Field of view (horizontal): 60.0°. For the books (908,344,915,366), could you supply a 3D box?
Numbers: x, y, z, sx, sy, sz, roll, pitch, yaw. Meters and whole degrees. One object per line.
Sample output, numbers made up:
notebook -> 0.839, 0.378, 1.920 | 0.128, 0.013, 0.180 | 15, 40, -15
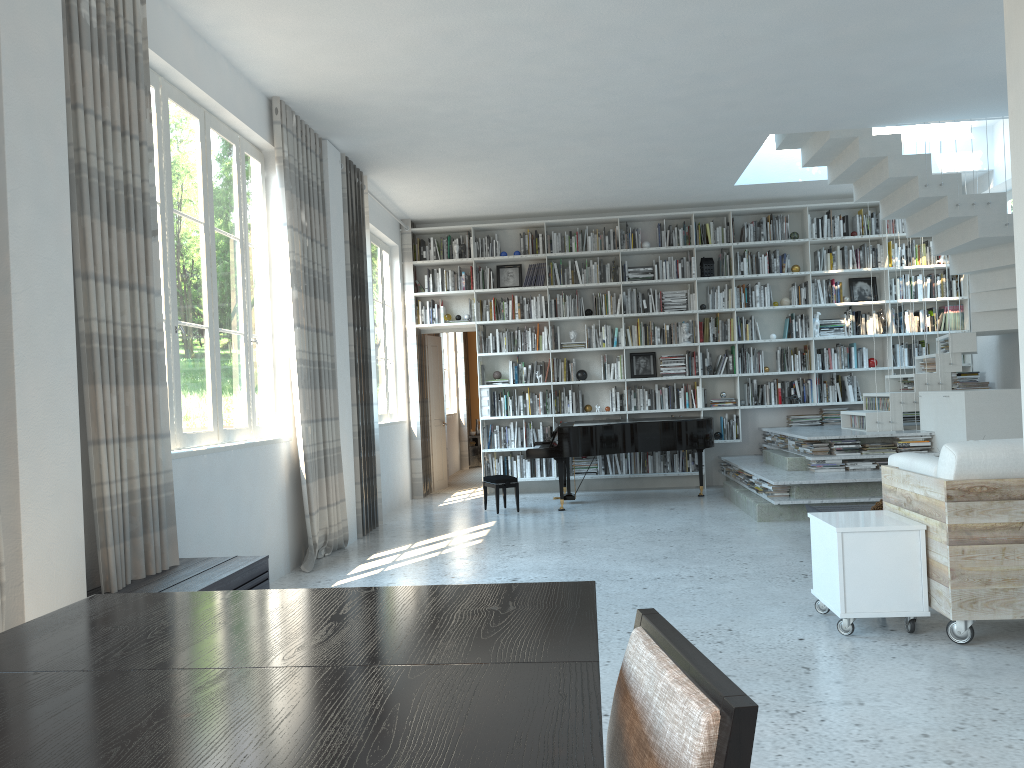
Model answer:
books -> 4.483, -0.324, 9.968 | 0.027, 0.248, 0.184 | -3, 0, 5

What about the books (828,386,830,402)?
books -> 3.578, 0.104, 10.073 | 0.025, 0.210, 0.137 | -3, 0, 5

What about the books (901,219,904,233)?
books -> 4.372, -1.818, 9.991 | 0.012, 0.306, 0.184 | -3, 0, 5

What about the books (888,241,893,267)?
books -> 4.223, -1.439, 9.924 | 0.010, 0.294, 0.183 | -3, 0, 5

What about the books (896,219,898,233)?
books -> 4.309, -1.777, 9.988 | 0.022, 0.229, 0.175 | -3, 0, 5

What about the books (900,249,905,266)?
books -> 4.340, -1.394, 9.911 | 0.024, 0.193, 0.190 | -3, -1, 5

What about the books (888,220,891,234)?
books -> 4.237, -1.797, 10.007 | 0.022, 0.275, 0.160 | -3, 0, 5

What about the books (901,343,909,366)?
books -> 4.435, -0.330, 10.006 | 0.024, 0.267, 0.133 | -3, 0, 5

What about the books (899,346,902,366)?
books -> 4.353, -0.311, 9.998 | 0.037, 0.236, 0.153 | -3, 0, 5

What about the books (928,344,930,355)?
books -> 4.666, -0.327, 9.979 | 0.013, 0.240, 0.166 | -3, 0, 5

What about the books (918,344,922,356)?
books -> 4.581, -0.324, 9.999 | 0.027, 0.242, 0.131 | -3, 0, 5

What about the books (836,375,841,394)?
books -> 3.714, 0.051, 10.073 | 0.010, 0.304, 0.131 | -3, 0, 5

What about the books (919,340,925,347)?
books -> 4.619, -0.348, 9.976 | 0.011, 0.284, 0.161 | -3, 0, 5

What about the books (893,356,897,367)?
books -> 4.269, -0.327, 10.012 | 0.085, 0.278, 0.159 | -3, 0, 5

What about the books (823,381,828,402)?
books -> 3.556, 0.088, 10.063 | 0.015, 0.243, 0.156 | -3, 0, 5

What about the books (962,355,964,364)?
books -> 5.021, -0.342, 9.955 | 0.022, 0.237, 0.152 | -3, 0, 5

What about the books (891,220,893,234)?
books -> 4.262, -1.772, 10.016 | 0.025, 0.223, 0.136 | -3, 0, 5

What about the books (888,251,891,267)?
books -> 4.202, -1.438, 9.950 | 0.036, 0.293, 0.135 | -3, 0, 5

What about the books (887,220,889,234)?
books -> 4.209, -1.815, 9.996 | 0.011, 0.313, 0.172 | -3, 0, 5

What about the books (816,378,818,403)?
books -> 3.446, 0.071, 10.085 | 0.012, 0.286, 0.158 | -3, 0, 5

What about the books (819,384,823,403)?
books -> 3.500, 0.106, 10.090 | 0.033, 0.213, 0.140 | -3, 0, 5

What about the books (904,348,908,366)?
books -> 4.409, -0.296, 9.989 | 0.029, 0.201, 0.172 | -3, 0, 5

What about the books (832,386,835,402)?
books -> 3.633, 0.114, 10.062 | 0.024, 0.185, 0.149 | -3, 0, 5

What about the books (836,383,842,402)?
books -> 3.684, 0.095, 10.054 | 0.052, 0.217, 0.184 | -3, 0, 5

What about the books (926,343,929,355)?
books -> 4.654, -0.334, 9.984 | 0.012, 0.254, 0.161 | -3, 0, 5

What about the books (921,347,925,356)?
books -> 4.604, -0.307, 9.969 | 0.021, 0.205, 0.174 | -3, 0, 5

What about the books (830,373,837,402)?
books -> 3.648, 0.039, 10.057 | 0.014, 0.333, 0.168 | -3, 0, 5

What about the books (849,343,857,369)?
books -> 3.858, -0.316, 10.030 | 0.026, 0.290, 0.181 | -3, 0, 5

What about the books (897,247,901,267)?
books -> 4.303, -1.408, 9.920 | 0.049, 0.224, 0.161 | -3, 0, 5

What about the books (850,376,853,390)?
books -> 3.834, 0.055, 10.054 | 0.012, 0.285, 0.159 | -3, 0, 5

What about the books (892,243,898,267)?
books -> 4.264, -1.426, 9.912 | 0.026, 0.263, 0.189 | -3, 0, 5

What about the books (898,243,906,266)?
books -> 4.363, -1.430, 9.925 | 0.023, 0.263, 0.158 | -3, 0, 5

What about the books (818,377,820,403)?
books -> 3.474, 0.070, 10.081 | 0.015, 0.287, 0.138 | -3, 0, 5

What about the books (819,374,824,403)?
books -> 3.520, 0.048, 10.088 | 0.013, 0.327, 0.130 | -3, 0, 5

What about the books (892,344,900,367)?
books -> 4.322, -0.318, 9.993 | 0.024, 0.252, 0.175 | -3, 0, 5

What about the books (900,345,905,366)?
books -> 4.383, -0.316, 9.996 | 0.022, 0.242, 0.151 | -3, 0, 5

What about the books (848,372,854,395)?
books -> 3.846, 0.034, 10.059 | 0.012, 0.326, 0.136 | -3, 0, 5

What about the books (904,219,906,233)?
books -> 4.407, -1.805, 9.998 | 0.027, 0.275, 0.148 | -3, 0, 5

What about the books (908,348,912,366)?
books -> 4.460, -0.302, 9.997 | 0.025, 0.208, 0.149 | -3, 0, 5

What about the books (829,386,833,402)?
books -> 3.606, 0.113, 10.071 | 0.030, 0.188, 0.140 | -3, 0, 5

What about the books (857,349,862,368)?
books -> 3.933, -0.283, 10.043 | 0.037, 0.218, 0.139 | -3, 0, 5

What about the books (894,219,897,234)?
books -> 4.291, -1.796, 9.986 | 0.012, 0.269, 0.184 | -3, 0, 5

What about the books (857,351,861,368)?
books -> 3.898, -0.273, 10.030 | 0.030, 0.201, 0.189 | -3, 0, 5

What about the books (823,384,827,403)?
books -> 3.539, 0.103, 10.075 | 0.023, 0.214, 0.163 | -3, 0, 5

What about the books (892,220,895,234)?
books -> 4.279, -1.804, 10.000 | 0.013, 0.286, 0.150 | -3, 0, 5

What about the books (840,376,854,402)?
books -> 3.782, 0.053, 10.007 | 0.075, 0.291, 0.255 | -3, 0, 5

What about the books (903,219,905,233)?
books -> 4.386, -1.796, 9.998 | 0.014, 0.260, 0.167 | -3, 0, 5

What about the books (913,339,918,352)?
books -> 4.546, -0.350, 9.991 | 0.013, 0.297, 0.141 | -3, 0, 5

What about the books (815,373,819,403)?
books -> 3.458, 0.045, 10.080 | 0.014, 0.337, 0.132 | -3, 0, 5

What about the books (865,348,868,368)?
books -> 3.988, -0.288, 10.030 | 0.027, 0.223, 0.170 | -3, 0, 5

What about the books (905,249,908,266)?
books -> 4.398, -1.399, 9.963 | 0.038, 0.199, 0.170 | -3, 0, 5

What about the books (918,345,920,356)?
books -> 4.560, -0.318, 9.984 | 0.014, 0.230, 0.172 | -3, 0, 5

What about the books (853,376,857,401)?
books -> 3.863, 0.052, 10.035 | 0.025, 0.287, 0.160 | -3, 0, 5

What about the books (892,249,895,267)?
books -> 4.242, -1.396, 9.923 | 0.024, 0.205, 0.165 | -3, 0, 5

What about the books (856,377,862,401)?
books -> 3.908, 0.057, 10.041 | 0.062, 0.274, 0.148 | -3, 0, 5

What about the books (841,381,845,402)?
books -> 3.735, 0.082, 10.053 | 0.031, 0.239, 0.171 | -3, 0, 5

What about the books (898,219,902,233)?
books -> 4.344, -1.786, 9.993 | 0.023, 0.244, 0.182 | -3, 0, 5

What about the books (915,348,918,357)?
books -> 4.528, -0.301, 9.993 | 0.027, 0.201, 0.164 | -3, 0, 5

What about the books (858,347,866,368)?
books -> 3.962, -0.293, 10.031 | 0.025, 0.235, 0.181 | -3, 0, 5
